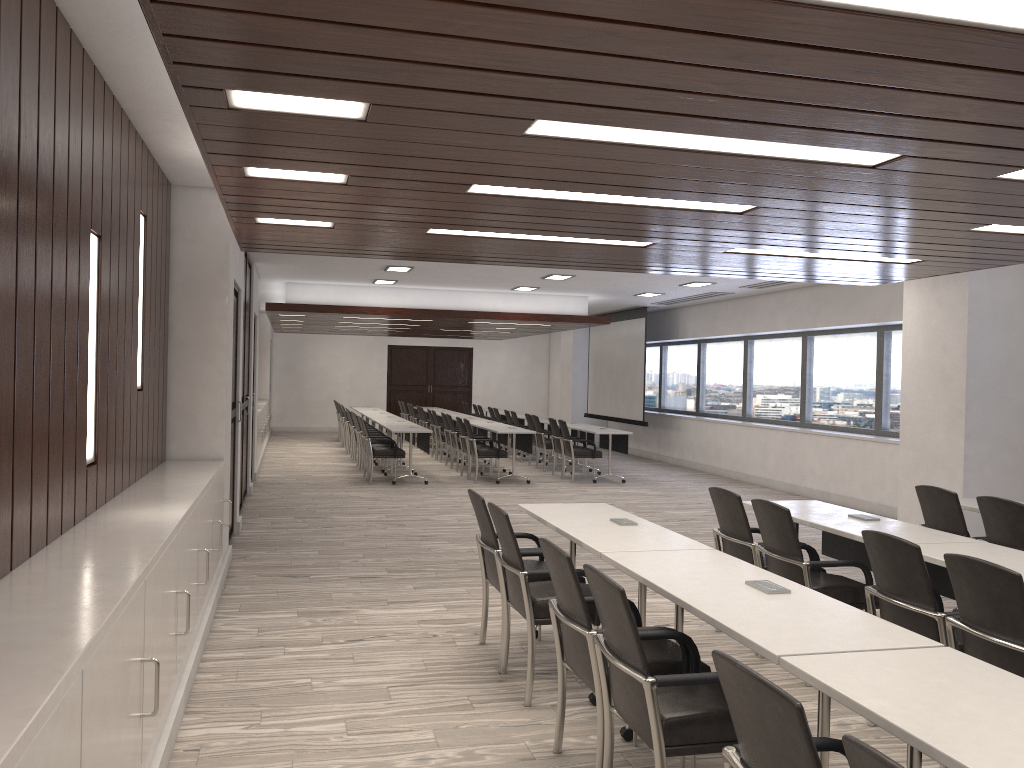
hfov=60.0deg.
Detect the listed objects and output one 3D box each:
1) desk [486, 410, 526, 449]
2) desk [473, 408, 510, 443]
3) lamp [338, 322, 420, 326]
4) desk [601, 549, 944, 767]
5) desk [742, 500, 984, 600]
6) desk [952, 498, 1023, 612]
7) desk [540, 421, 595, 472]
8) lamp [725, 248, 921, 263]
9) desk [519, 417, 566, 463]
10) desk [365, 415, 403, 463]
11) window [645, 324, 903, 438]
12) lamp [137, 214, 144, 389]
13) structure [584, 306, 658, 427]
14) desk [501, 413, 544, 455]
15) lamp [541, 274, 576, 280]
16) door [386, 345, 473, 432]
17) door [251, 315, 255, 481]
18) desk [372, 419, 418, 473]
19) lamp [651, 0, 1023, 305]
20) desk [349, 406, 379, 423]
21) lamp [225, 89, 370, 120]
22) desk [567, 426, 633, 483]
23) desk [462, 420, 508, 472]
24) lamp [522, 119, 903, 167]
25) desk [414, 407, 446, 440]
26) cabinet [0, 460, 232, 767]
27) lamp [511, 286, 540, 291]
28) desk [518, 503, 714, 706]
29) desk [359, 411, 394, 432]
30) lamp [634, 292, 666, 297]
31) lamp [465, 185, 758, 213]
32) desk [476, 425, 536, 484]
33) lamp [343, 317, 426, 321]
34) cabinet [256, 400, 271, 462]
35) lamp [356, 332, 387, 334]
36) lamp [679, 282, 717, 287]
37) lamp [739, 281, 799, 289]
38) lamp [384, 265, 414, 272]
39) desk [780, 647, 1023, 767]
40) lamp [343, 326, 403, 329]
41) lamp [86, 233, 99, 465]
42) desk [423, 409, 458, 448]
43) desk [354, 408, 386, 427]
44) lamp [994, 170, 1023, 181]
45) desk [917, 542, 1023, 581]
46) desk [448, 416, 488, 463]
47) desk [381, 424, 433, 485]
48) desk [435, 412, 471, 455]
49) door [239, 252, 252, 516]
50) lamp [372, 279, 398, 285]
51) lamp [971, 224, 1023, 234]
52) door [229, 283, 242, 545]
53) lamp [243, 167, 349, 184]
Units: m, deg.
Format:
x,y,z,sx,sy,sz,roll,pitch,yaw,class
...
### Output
x,y,z,sx,sy,sz,roll,pitch,yaw,class
-0.142,1.007,19.827,0.577,0.795,1.509,1,1,-14,desk
-0.512,0.986,21.305,0.577,0.795,1.509,1,1,-14,desk
-2.396,-1.113,16.061,1.496,0.045,0.236,1,1,-14,lamp
0.860,1.172,3.394,0.577,0.795,1.509,1,1,-14,desk
1.964,1.181,5.240,0.577,0.795,1.509,1,1,-14,desk
3.416,1.212,5.604,0.577,0.795,1.509,1,1,-14,desk
0.965,1.071,15.403,0.577,0.795,1.509,1,1,-14,desk
2.194,-0.921,6.205,1.496,0.045,0.236,1,1,-14,lamp
0.597,1.050,16.871,0.577,0.795,1.509,1,1,-14,desk
-2.328,0.988,16.138,0.577,0.795,1.509,1,1,-14,desk
3.951,-0.089,14.835,0.118,1.419,10.452,1,1,-14,window
-2.294,-0.498,5.345,0.094,1.058,0.236,1,1,-14,lamp
2.078,-0.406,17.975,0.438,2.329,3.550,1,1,-14,structure
0.228,1.029,18.348,0.577,0.795,1.509,1,1,-14,desk
0.623,-1.484,11.902,0.324,0.120,0.519,1,1,-14,lamp
-2.223,0.141,23.978,2.329,2.323,0.200,1,1,-14,door
-3.579,0.211,12.053,0.200,2.323,1.163,1,1,-14,door
-1.961,1.009,14.670,0.577,0.795,1.509,1,1,-14,desk
2.127,-1.198,8.748,1.469,0.552,14.295,1,0,9,lamp
-3.437,0.924,20.572,0.577,0.795,1.509,1,1,-14,desk
-0.717,-0.962,2.982,0.464,0.045,0.236,1,1,-14,lamp
1.334,1.092,13.925,0.577,0.795,1.509,1,1,-14,desk
-0.487,1.040,15.039,0.577,0.795,1.509,1,1,-14,desk
0.783,-0.930,3.357,1.496,0.045,0.236,1,1,-14,lamp
-1.964,0.955,20.941,0.577,0.795,1.509,1,1,-14,desk
-1.424,0.971,2.964,0.476,0.698,7.540,1,1,-14,cabinet
0.208,-1.508,13.562,0.324,0.120,0.519,1,1,-14,lamp
0.491,1.150,4.871,0.577,0.795,1.509,1,1,-14,desk
-2.698,0.967,17.615,0.577,0.795,1.509,1,1,-14,desk
2.178,-1.466,14.056,0.324,0.120,0.519,1,1,-14,lamp
0.516,-0.945,4.424,1.496,0.045,0.236,1,1,-14,lamp
-0.118,1.062,13.562,0.577,0.795,1.509,1,1,-14,desk
-2.022,-1.091,14.567,1.496,0.045,0.236,1,1,-14,lamp
-4.927,0.769,16.964,0.476,0.698,7.540,1,1,-14,cabinet
-3.303,-1.165,19.689,1.496,0.045,0.236,1,1,-14,lamp
2.593,-1.442,12.396,0.324,0.120,0.519,1,1,-14,lamp
3.729,-1.144,6.751,1.499,0.552,12.001,1,0,2,lamp
-1.451,-1.528,11.383,0.324,0.120,0.519,1,1,-14,lamp
1.231,1.193,1.914,0.577,0.795,1.509,1,1,-14,desk
-2.716,-1.131,17.341,1.496,0.045,0.236,1,1,-14,lamp
-1.981,-0.161,4.068,0.094,1.058,0.236,1,1,-14,lamp
-1.594,0.976,19.464,0.577,0.795,1.509,1,1,-14,desk
-3.068,0.945,19.095,0.577,0.795,1.509,1,1,-14,desk
2.781,-0.887,3.858,1.496,0.045,0.236,1,1,-14,lamp
2.334,1.203,3.763,0.577,0.795,1.509,1,1,-14,desk
-0.855,1.019,16.507,0.577,0.795,1.509,1,1,-14,desk
-1.591,1.030,13.193,0.577,0.795,1.509,1,1,-14,desk
-1.224,0.998,17.984,0.577,0.795,1.509,1,1,-14,desk
-3.055,-0.041,9.981,0.200,2.889,2.327,1,1,-14,door
-1.866,-1.552,13.043,0.324,0.120,0.519,1,1,-14,lamp
2.808,-0.897,4.998,0.421,0.046,0.236,1,1,-14,lamp
-2.543,0.271,7.911,0.200,2.323,1.163,1,1,-14,door
-0.984,-0.977,4.049,0.464,0.045,0.236,1,1,-14,lamp
